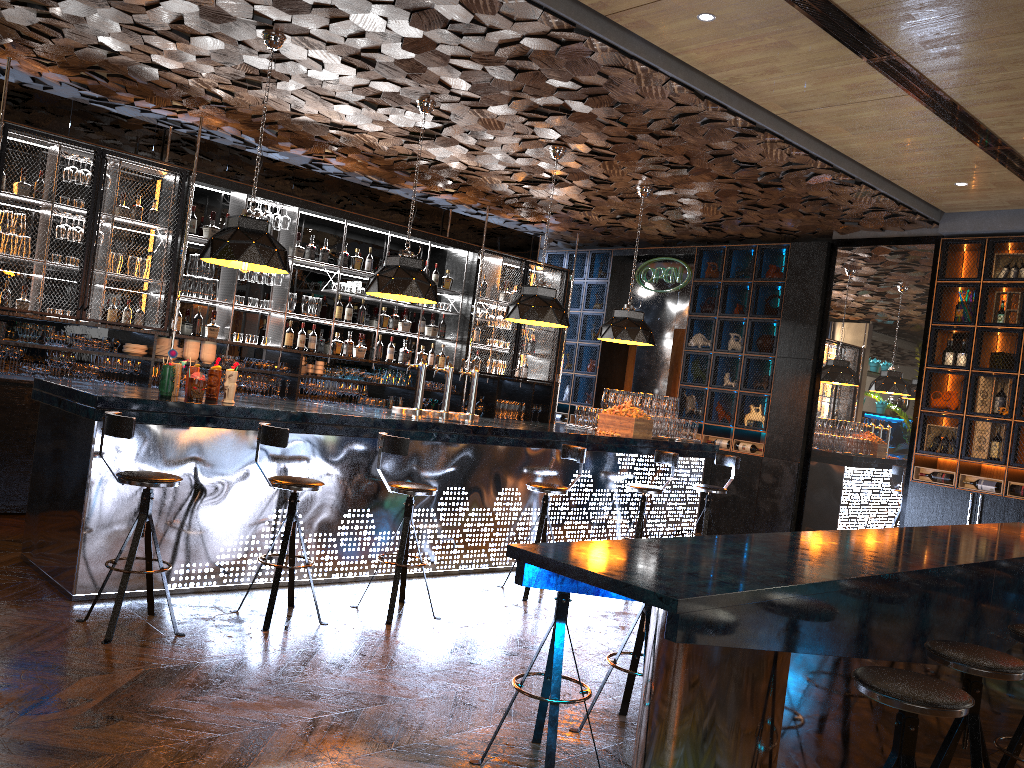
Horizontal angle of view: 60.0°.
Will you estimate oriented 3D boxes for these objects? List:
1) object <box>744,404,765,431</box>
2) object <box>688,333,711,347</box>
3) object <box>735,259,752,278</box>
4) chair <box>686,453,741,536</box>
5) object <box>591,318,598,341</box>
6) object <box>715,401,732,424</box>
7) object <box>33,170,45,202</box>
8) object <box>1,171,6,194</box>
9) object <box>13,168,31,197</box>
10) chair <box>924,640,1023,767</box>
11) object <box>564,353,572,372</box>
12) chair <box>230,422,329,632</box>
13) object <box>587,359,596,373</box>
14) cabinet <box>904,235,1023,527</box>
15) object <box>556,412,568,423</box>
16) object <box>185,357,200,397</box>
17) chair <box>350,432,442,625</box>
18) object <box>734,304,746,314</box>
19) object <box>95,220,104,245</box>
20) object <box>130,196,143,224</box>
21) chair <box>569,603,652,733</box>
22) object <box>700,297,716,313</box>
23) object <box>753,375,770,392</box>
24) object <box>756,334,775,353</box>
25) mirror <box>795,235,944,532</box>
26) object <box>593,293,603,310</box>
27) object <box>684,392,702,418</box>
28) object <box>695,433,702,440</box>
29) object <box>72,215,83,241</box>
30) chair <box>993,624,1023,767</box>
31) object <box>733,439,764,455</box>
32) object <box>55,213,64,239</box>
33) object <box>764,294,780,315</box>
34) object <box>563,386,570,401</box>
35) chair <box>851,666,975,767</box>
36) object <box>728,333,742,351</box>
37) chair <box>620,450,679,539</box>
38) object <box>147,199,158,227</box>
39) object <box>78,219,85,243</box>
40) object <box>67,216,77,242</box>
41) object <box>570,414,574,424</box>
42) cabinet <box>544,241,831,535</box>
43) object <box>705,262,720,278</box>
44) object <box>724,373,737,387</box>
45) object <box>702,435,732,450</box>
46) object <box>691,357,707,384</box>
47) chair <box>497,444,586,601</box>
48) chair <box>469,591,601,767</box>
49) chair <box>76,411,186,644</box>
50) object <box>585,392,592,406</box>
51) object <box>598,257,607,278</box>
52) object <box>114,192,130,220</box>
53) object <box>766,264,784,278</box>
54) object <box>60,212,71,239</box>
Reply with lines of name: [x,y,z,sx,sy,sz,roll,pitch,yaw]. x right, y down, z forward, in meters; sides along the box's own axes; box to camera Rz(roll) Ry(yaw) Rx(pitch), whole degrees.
object: [2.896,0.386,10.381,0.164,0.303,0.341,7,0,-38]
object: [2.399,-0.512,11.011,0.403,0.221,0.192,7,0,16]
object: [2.830,-1.386,10.709,0.289,0.332,0.152,7,0,39]
chair: [1.820,1.198,8.193,0.476,1.108,0.419,7,0,-33]
object: [1.196,-0.733,12.335,0.198,0.358,0.116,7,0,17]
object: [2.549,0.354,10.688,0.208,0.280,0.131,7,0,29]
object: [-3.986,-1.672,7.484,0.075,0.261,0.075,7,0,6]
object: [-4.213,-1.701,7.303,0.075,0.260,0.075,7,0,6]
object: [-4.075,-1.673,7.381,0.108,0.244,0.108,7,0,35]
chair: [1.530,1.309,3.015,0.419,0.813,0.419,7,0,42]
object: [0.883,-0.300,12.646,0.290,0.290,0.097,7,0,-5]
chair: [-1.299,0.799,5.111,0.476,1.108,0.419,7,0,-43]
object: [1.184,-0.226,12.362,0.278,0.222,0.138,7,0,-14]
cabinet: [5.773,0.489,7.480,0.691,3.514,4.416,7,0,-43]
object: [0.705,0.473,12.566,0.123,0.132,0.396,7,0,-43]
object: [-2.053,-0.041,5.716,0.080,0.254,0.091,7,0,-41]
chair: [-0.679,0.879,5.534,0.476,1.108,0.419,7,0,-43]
object: [2.764,-0.879,10.727,0.210,0.168,0.105,7,0,-44]
object: [-3.611,-1.327,7.762,0.081,0.213,0.081,7,0,-37]
object: [-3.396,-1.583,8.040,0.072,0.246,0.073,7,0,32]
chair: [0.596,1.190,4.006,0.419,0.813,0.419,7,0,42]
object: [2.447,-0.959,11.017,0.126,0.249,0.253,7,0,-43]
object: [2.925,-0.006,10.405,0.212,0.220,0.119,7,0,31]
object: [2.993,-0.451,10.391,0.265,0.239,0.266,7,0,25]
mirror: [3.732,0.211,9.396,0.026,3.551,1.194,7,0,-43]
object: [1.240,-1.130,12.292,0.097,0.290,0.290,7,0,-45]
object: [2.286,0.283,11.022,0.175,0.351,0.369,7,0,-38]
object: [2.196,0.665,10.940,0.122,0.133,0.396,7,0,-43]
object: [-3.739,-1.344,7.640,0.081,0.213,0.081,7,0,-37]
chair: [2.087,1.380,3.490,0.419,0.813,0.419,7,0,42]
object: [2.777,0.738,10.312,0.123,0.132,0.396,7,0,-42]
object: [-3.906,-1.365,7.680,0.081,0.213,0.081,7,0,-37]
object: [3.060,-0.903,10.385,0.114,0.290,0.249,7,0,-43]
object: [0.826,0.148,12.684,0.126,0.249,0.253,7,0,22]
chair: [1.100,1.254,2.550,0.419,0.813,0.419,7,0,42]
object: [2.738,-0.482,10.701,0.253,0.249,0.126,7,0,17]
chair: [1.106,1.107,7.427,0.476,1.108,0.419,7,0,-28]
object: [-3.291,-1.570,8.140,0.073,0.246,0.072,7,0,-28]
object: [-3.774,-1.348,7.805,0.081,0.213,0.081,7,0,-37]
object: [-3.836,-1.356,7.746,0.081,0.213,0.081,7,0,-37]
object: [0.989,0.510,12.252,0.122,0.132,0.396,7,0,-43]
cabinet: [1.961,0.003,11.576,0.691,3.514,4.416,7,0,-43]
object: [2.531,-1.384,11.007,0.253,0.249,0.126,7,0,17]
object: [2.644,-0.034,10.728,0.096,0.210,0.183,7,0,-40]
object: [2.484,0.702,10.628,0.122,0.132,0.396,7,0,-43]
object: [2.349,-0.155,11.022,0.167,0.356,0.255,7,0,-38]
chair: [0.259,0.998,6.559,0.476,1.108,0.419,7,0,-28]
chair: [0.169,1.135,3.543,0.419,0.813,0.419,7,0,42]
chair: [-1.936,0.718,4.597,0.476,1.108,0.419,7,0,-43]
object: [1.091,0.201,12.321,0.107,0.209,0.233,7,0,-26]
object: [1.282,-1.598,12.316,0.116,0.358,0.198,7,0,-43]
object: [-3.497,-1.594,7.947,0.108,0.244,0.108,7,0,35]
object: [3.106,-1.294,10.389,0.138,0.222,0.278,7,0,-43]
object: [-3.808,-1.352,7.575,0.081,0.213,0.081,7,0,-37]
